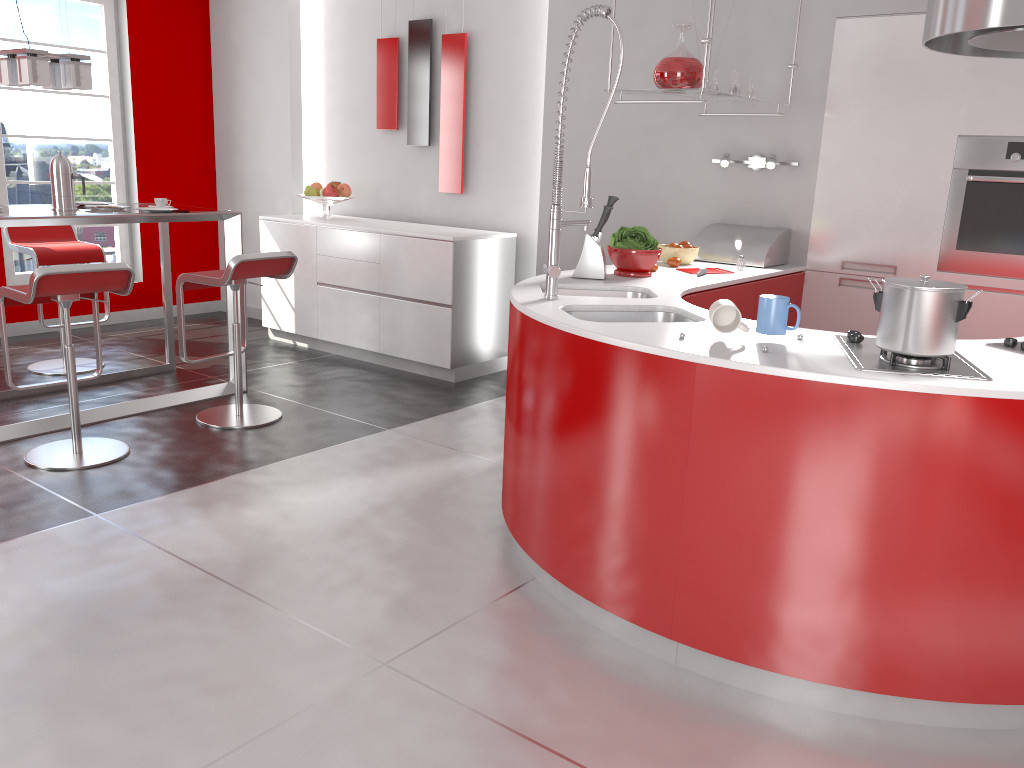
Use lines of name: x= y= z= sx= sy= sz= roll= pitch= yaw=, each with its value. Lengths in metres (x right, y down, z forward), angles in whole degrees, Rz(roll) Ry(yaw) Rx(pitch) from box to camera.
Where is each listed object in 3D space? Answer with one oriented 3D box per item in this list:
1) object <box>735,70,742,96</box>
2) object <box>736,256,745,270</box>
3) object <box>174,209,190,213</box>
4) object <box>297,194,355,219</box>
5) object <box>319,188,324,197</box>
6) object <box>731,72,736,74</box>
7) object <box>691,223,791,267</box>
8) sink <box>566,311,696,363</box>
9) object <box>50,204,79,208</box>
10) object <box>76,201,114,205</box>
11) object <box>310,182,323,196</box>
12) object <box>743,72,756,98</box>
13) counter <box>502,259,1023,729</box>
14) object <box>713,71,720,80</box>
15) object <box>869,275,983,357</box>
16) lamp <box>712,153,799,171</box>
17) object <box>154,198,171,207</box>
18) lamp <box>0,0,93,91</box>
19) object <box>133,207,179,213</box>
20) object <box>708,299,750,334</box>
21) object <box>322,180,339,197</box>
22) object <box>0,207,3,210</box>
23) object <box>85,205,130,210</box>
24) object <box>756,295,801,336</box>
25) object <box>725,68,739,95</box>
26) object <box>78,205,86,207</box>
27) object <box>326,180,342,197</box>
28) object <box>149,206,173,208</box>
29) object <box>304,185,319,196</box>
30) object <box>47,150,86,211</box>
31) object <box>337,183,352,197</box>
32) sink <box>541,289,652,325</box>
object: x=1.037 y=-1.372 z=4.097 sx=0.060 sy=0.141 sz=0.060 roll=13 pitch=18 yaw=36
object: x=1.063 y=-0.564 z=4.117 sx=0.043 sy=0.066 sz=0.042 roll=-9 pitch=18 yaw=-38
object: x=-1.726 y=-0.906 z=4.624 sx=0.234 sy=0.012 sz=0.095 roll=13 pitch=18 yaw=36
object: x=-1.300 y=-1.240 z=6.214 sx=0.398 sy=0.159 sz=0.398 roll=2 pitch=14 yaw=-3
object: x=-1.305 y=-1.335 z=6.217 sx=0.086 sy=0.079 sz=0.084 roll=-4 pitch=15 yaw=-24
object: x=1.040 y=-1.394 z=4.186 sx=0.060 sy=0.141 sz=0.060 roll=13 pitch=18 yaw=36
object: x=1.133 y=-0.697 z=4.424 sx=0.400 sy=0.170 sz=0.300 roll=13 pitch=18 yaw=36
sink: x=0.369 y=-0.119 z=2.805 sx=0.428 sy=0.172 sz=0.326 roll=-1 pitch=15 yaw=-13
object: x=-2.295 y=-0.913 z=4.551 sx=0.119 sy=0.016 sz=0.119 roll=12 pitch=17 yaw=33
object: x=-2.262 y=-0.969 z=4.778 sx=0.217 sy=0.015 sz=0.217 roll=6 pitch=14 yaw=12
object: x=-1.378 y=-1.370 z=6.254 sx=0.096 sy=0.105 sz=0.117 roll=-4 pitch=15 yaw=-23
object: x=1.113 y=-1.381 z=4.144 sx=0.060 sy=0.141 sz=0.060 roll=13 pitch=18 yaw=36
counter: x=0.849 y=0.105 z=3.364 sx=1.868 sy=0.880 sz=2.865 roll=-2 pitch=15 yaw=-18
object: x=0.950 y=-1.389 z=4.151 sx=0.060 sy=0.141 sz=0.060 roll=6 pitch=15 yaw=14
object: x=0.992 y=-0.172 z=2.158 sx=0.218 sy=0.185 sz=0.189 roll=2 pitch=14 yaw=-1
lamp: x=1.189 y=-1.101 z=4.402 sx=0.454 sy=0.081 sz=0.155 roll=13 pitch=18 yaw=36
object: x=-1.870 y=-0.967 z=4.740 sx=0.062 sy=0.049 sz=0.078 roll=13 pitch=17 yaw=35
lamp: x=-2.209 y=-1.916 z=4.121 sx=0.304 sy=1.025 sz=0.304 roll=13 pitch=18 yaw=36
object: x=-1.815 y=-0.885 z=4.520 sx=0.217 sy=0.015 sz=0.217 roll=-2 pitch=15 yaw=-16
object: x=0.595 y=-0.184 z=2.415 sx=0.109 sy=0.080 sz=0.100 roll=4 pitch=14 yaw=7
object: x=-1.255 y=-1.338 z=6.103 sx=0.117 sy=0.133 sz=0.097 roll=9 pitch=16 yaw=26
object: x=-2.470 y=-0.823 z=4.166 sx=0.119 sy=0.016 sz=0.119 roll=7 pitch=15 yaw=17
object: x=-2.075 y=-0.905 z=4.553 sx=0.217 sy=0.015 sz=0.217 roll=-1 pitch=15 yaw=-15
object: x=0.725 y=-0.187 z=2.413 sx=0.109 sy=0.100 sz=0.080 roll=5 pitch=14 yaw=10
object: x=0.997 y=-1.351 z=4.007 sx=0.060 sy=0.141 sz=0.060 roll=13 pitch=18 yaw=36
object: x=-2.349 y=-0.944 z=4.673 sx=0.234 sy=0.012 sz=0.095 roll=12 pitch=17 yaw=35
object: x=-1.261 y=-1.385 z=6.283 sx=0.117 sy=0.129 sz=0.150 roll=1 pitch=14 yaw=-5
object: x=-1.876 y=-0.942 z=4.740 sx=0.119 sy=0.016 sz=0.119 roll=-7 pitch=17 yaw=-32
object: x=-1.383 y=-1.326 z=6.113 sx=0.100 sy=0.086 sz=0.083 roll=2 pitch=14 yaw=-3
object: x=-2.201 y=-1.005 z=4.373 sx=0.149 sy=0.287 sz=0.113 roll=-11 pitch=20 yaw=-43
object: x=-1.167 y=-1.352 z=6.200 sx=0.097 sy=0.101 sz=0.121 roll=6 pitch=15 yaw=15
sink: x=0.307 y=-0.240 z=3.273 sx=0.428 sy=0.172 sz=0.326 roll=2 pitch=14 yaw=-2
